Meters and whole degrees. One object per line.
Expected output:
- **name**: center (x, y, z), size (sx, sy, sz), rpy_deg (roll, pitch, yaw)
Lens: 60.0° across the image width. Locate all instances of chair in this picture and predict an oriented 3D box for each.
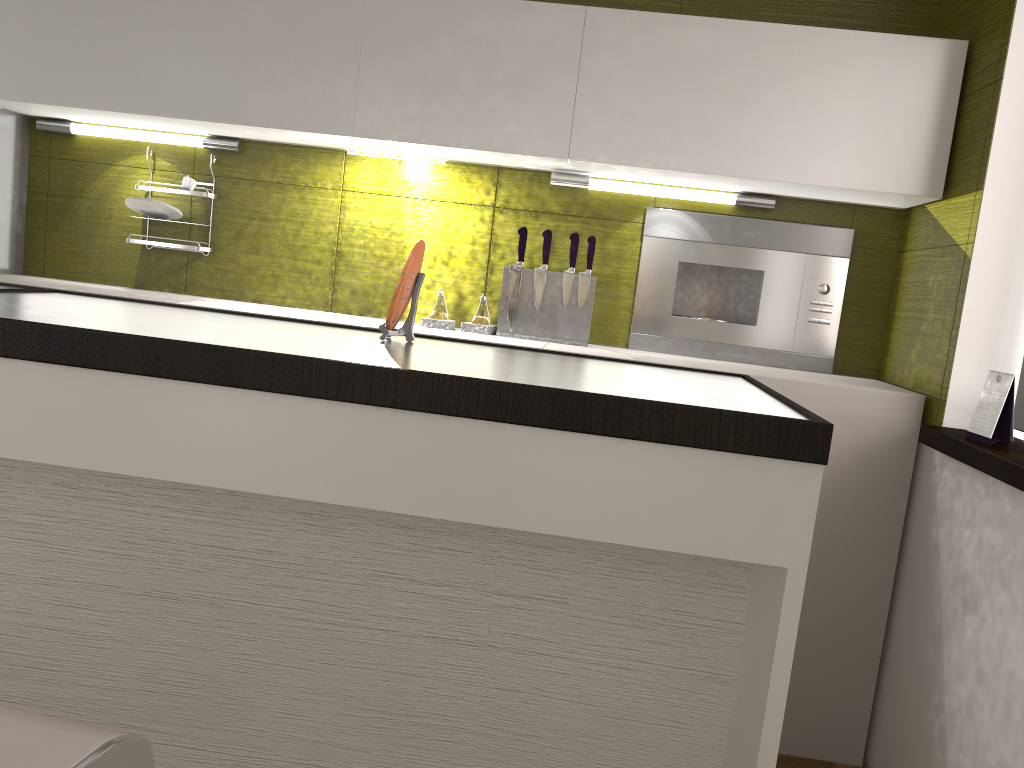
- **chair**: center (-0.670, 0.671, 0.870), size (0.418, 0.857, 0.460), rpy_deg (8, 7, 10)

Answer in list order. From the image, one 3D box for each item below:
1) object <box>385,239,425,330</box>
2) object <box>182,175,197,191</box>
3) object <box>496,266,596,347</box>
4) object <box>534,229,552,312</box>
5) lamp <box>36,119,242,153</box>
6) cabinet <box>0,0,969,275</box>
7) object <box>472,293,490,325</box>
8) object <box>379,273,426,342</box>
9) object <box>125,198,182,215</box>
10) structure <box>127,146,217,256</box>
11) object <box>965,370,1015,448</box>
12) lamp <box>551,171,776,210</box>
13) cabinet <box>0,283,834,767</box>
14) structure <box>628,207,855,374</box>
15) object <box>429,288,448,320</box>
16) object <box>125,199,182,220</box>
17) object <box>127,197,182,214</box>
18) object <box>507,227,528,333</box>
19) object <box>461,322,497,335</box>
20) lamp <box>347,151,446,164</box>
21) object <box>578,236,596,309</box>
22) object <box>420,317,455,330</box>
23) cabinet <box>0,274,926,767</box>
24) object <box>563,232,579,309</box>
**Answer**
- **object**: center (-0.200, -0.185, 1.669), size (0.055, 0.178, 0.184), rpy_deg (7, 7, 1)
- **object**: center (-1.089, -0.674, 2.989), size (0.046, 0.053, 0.051), rpy_deg (12, 8, 36)
- **object**: center (0.111, -0.249, 2.852), size (0.293, 0.227, 0.107), rpy_deg (7, 7, 5)
- **object**: center (0.092, -0.357, 2.801), size (0.042, 0.264, 0.013), rpy_deg (7, 7, 5)
- **lamp**: center (-1.269, -0.845, 3.017), size (0.715, 0.041, 0.041), rpy_deg (7, 7, 5)
- **cabinet**: center (-0.554, -0.183, 2.928), size (3.471, 2.089, 0.724), rpy_deg (7, 7, 5)
- **object**: center (-0.097, -0.234, 2.878), size (0.059, 0.121, 0.059), rpy_deg (3, 8, -28)
- **object**: center (-0.205, -0.147, 1.672), size (0.072, 0.131, 0.088), rpy_deg (7, 7, 0)
- **object**: center (-1.197, -0.585, 2.965), size (0.181, 0.052, 0.173), rpy_deg (7, 7, 5)
- **structure**: center (-1.141, -0.618, 2.989), size (0.266, 0.346, 0.110), rpy_deg (7, 7, 5)
- **object**: center (1.139, 0.056, 2.091), size (0.057, 0.169, 0.106), rpy_deg (7, 7, -1)
- **lamp**: center (0.483, -0.619, 2.841), size (0.716, 0.041, 0.095), rpy_deg (7, 7, 4)
- **cabinet**: center (-1.081, 0.391, 1.643), size (2.947, 1.134, 0.663), rpy_deg (7, 7, 5)
- **structure**: center (0.740, -0.302, 2.884), size (0.663, 0.469, 0.015), rpy_deg (7, 7, 5)
- **object**: center (-0.234, -0.250, 2.877), size (0.059, 0.121, 0.059), rpy_deg (1, 9, -39)
- **object**: center (-1.198, -0.582, 2.965), size (0.181, 0.052, 0.173), rpy_deg (7, 7, 5)
- **object**: center (-1.197, -0.588, 2.966), size (0.181, 0.052, 0.173), rpy_deg (7, 7, 5)
- **object**: center (0.010, -0.330, 2.812), size (0.046, 0.339, 0.013), rpy_deg (7, 7, 5)
- **object**: center (-0.103, -0.180, 2.884), size (0.107, 0.032, 0.107), rpy_deg (9, 7, 16)
- **lamp**: center (-0.386, -0.753, 2.955), size (0.334, 0.008, 0.008), rpy_deg (7, 7, 5)
- **object**: center (0.232, -0.351, 2.788), size (0.040, 0.231, 0.013), rpy_deg (7, 7, 5)
- **object**: center (-0.241, -0.196, 2.884), size (0.107, 0.032, 0.107), rpy_deg (7, 7, 5)
- **cabinet**: center (-0.361, 0.359, 2.842), size (2.940, 1.086, 0.465), rpy_deg (7, 7, 5)
- **object**: center (0.181, -0.356, 2.792), size (0.036, 0.243, 0.013), rpy_deg (7, 7, 5)
